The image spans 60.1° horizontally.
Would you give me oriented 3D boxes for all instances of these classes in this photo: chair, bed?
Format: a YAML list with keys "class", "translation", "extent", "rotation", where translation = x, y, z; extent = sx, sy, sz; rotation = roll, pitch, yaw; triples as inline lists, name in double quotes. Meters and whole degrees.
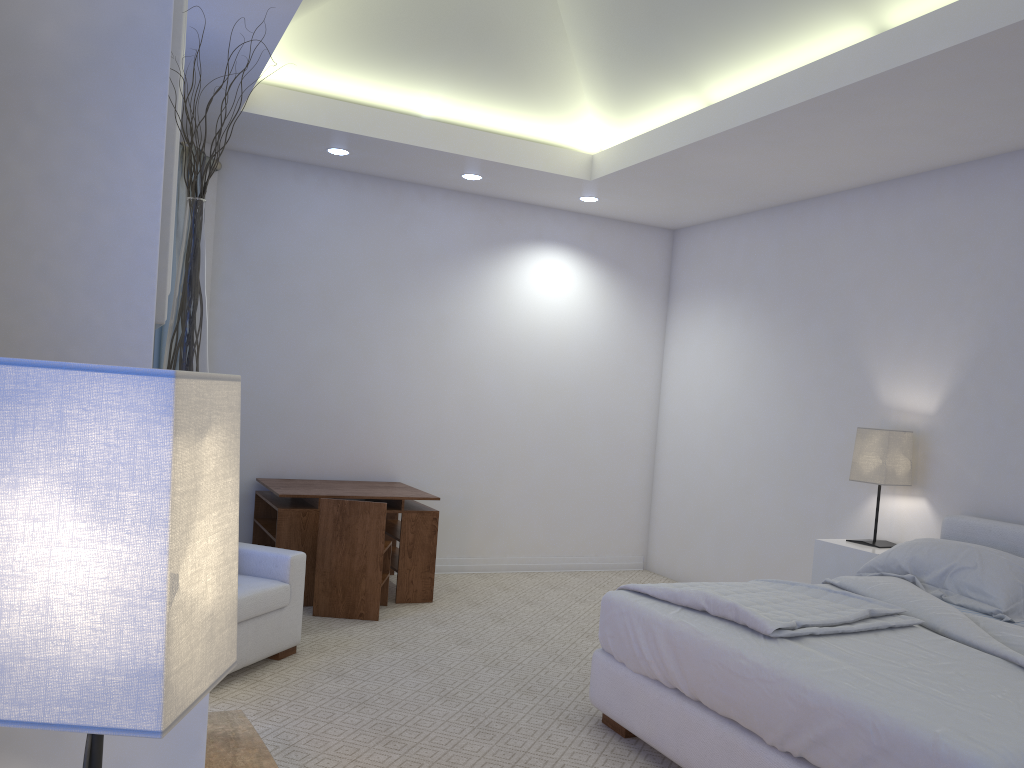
- class: "chair"
  translation: [-1.350, 0.803, 3.645]
  extent: [0.686, 0.705, 0.806]
  rotation: [5, 1, 20]
- class: "chair"
  translation: [-0.833, 0.904, 4.708]
  extent: [0.340, 0.611, 0.339]
  rotation: [4, 2, 0]
- class: "bed"
  translation: [1.555, 0.960, 3.032]
  extent: [2.022, 0.816, 1.964]
  rotation: [5, 0, -26]

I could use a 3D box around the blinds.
- class: "blinds"
  translation: [-1.859, -0.086, 4.453]
  extent: [0.295, 2.422, 1.771]
  rotation: [5, 1, 22]

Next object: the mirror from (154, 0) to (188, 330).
- class: "mirror"
  translation: [-0.744, -0.580, 1.873]
  extent: [0.039, 0.942, 0.838]
  rotation: [3, 1, -25]

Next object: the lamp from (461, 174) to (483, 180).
- class: "lamp"
  translation: [-0.241, -1.239, 5.325]
  extent: [0.137, 0.014, 0.137]
  rotation: [4, -1, 37]

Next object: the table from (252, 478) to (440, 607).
- class: "table"
  translation: [-0.991, 0.903, 5.169]
  extent: [0.901, 0.601, 0.738]
  rotation: [4, 0, -25]

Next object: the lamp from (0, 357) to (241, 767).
- class: "lamp"
  translation: [-0.277, 0.587, 0.262]
  extent: [0.276, 1.207, 1.526]
  rotation: [4, 0, -13]

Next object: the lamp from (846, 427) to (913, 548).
- class: "lamp"
  translation: [1.847, 0.517, 4.447]
  extent: [0.210, 0.583, 0.209]
  rotation: [3, 2, -30]

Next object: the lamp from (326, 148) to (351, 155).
- class: "lamp"
  translation: [-0.977, -1.300, 4.977]
  extent: [0.137, 0.014, 0.137]
  rotation: [4, -1, 37]

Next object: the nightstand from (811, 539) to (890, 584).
- class: "nightstand"
  translation: [2.234, 1.126, 3.436]
  extent: [0.401, 0.601, 2.544]
  rotation: [4, 0, -25]

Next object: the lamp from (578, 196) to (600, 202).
- class: "lamp"
  translation: [0.493, -1.178, 5.671]
  extent: [0.137, 0.014, 0.137]
  rotation: [4, -1, 37]

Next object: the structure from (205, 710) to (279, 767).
- class: "structure"
  translation: [-0.652, 1.101, 2.041]
  extent: [0.329, 0.172, 1.451]
  rotation: [4, -1, -25]

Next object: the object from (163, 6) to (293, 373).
- class: "object"
  translation: [-0.476, -0.293, 1.443]
  extent: [0.189, 0.694, 0.193]
  rotation: [4, 2, 3]

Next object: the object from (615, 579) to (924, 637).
- class: "object"
  translation: [0.870, 0.959, 3.219]
  extent: [0.719, 0.467, 0.911]
  rotation: [4, 0, -29]
